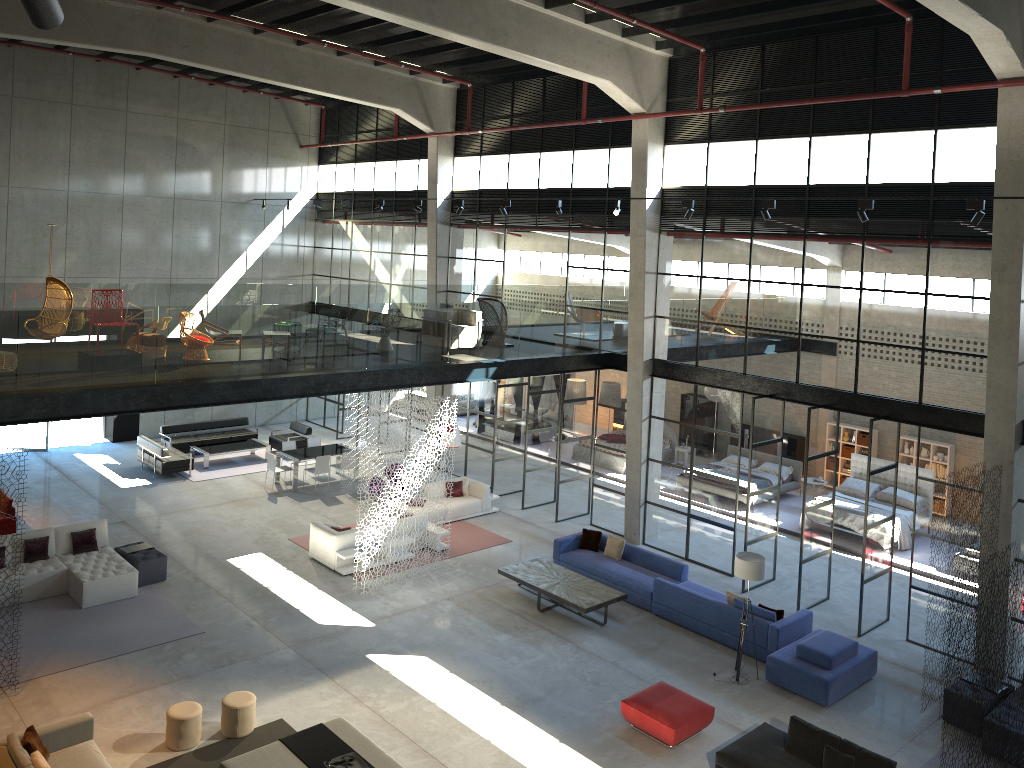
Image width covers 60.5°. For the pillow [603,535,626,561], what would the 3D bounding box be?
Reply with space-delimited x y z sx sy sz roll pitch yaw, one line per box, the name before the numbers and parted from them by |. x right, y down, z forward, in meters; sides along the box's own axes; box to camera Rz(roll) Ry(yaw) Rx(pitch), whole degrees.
pillow | 1.890 3.024 16.192 0.207 0.380 0.405 0 6 -42

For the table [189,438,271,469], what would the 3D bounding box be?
table | -7.349 1.816 22.904 1.804 0.405 0.909 -5 11 -42

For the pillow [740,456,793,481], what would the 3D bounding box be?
pillow | 6.210 2.098 22.476 0.549 0.311 1.947 -4 11 -42

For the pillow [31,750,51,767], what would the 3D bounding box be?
pillow | -4.651 3.910 8.740 0.207 0.380 0.405 0 6 -44

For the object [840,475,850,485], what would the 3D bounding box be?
object | 8.755 2.580 22.813 0.324 0.296 0.326 -2 7 -43

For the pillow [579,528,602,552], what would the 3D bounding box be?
pillow | 1.490 2.948 16.565 0.400 0.370 0.260 6 4 26

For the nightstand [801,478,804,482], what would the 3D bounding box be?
nightstand | 7.161 2.645 20.837 0.603 0.697 0.605 4 5 19

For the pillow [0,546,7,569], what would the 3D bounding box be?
pillow | -8.353 2.825 14.120 0.384 0.333 0.220 -2 6 -40

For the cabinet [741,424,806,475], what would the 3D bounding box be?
cabinet | 7.135 1.886 24.625 0.449 1.153 2.102 1 7 -43

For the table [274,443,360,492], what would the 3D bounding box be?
table | -4.740 2.015 21.407 1.804 0.754 0.909 -5 9 -43

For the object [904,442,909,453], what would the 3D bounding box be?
object | 9.796 1.580 21.797 0.095 0.261 0.095 3 2 8

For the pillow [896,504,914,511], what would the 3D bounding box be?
pillow | 8.685 2.610 19.496 0.716 0.329 0.969 -4 11 -42

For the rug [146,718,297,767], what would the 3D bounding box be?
rug | -2.624 4.564 8.745 2.651 0.020 3.664 -6 12 -42

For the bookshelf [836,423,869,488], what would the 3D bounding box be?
bookshelf | 8.794 1.969 22.813 0.329 1.751 1.250 2 4 -43

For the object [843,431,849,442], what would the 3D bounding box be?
object | 8.688 1.370 22.805 0.155 0.247 0.154 6 4 39

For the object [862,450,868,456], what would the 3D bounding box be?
object | 9.101 1.767 22.506 0.058 0.133 0.262 1 7 -43

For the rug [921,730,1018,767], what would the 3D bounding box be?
rug | 6.490 4.888 9.566 2.651 0.020 3.664 -6 12 -42

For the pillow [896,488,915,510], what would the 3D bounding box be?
pillow | 8.631 2.520 19.447 0.692 0.290 0.989 -4 11 -40

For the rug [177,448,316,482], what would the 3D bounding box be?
rug | -7.148 2.029 22.919 3.395 0.025 2.433 -6 13 -42

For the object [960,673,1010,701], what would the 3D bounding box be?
object | 6.404 4.093 11.892 0.300 0.099 0.523 -4 11 -37

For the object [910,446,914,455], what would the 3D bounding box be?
object | 9.868 1.641 21.643 0.099 0.203 0.100 2 3 -15

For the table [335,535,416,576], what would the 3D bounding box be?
table | -2.506 3.170 16.205 1.571 0.367 0.303 -5 9 -43

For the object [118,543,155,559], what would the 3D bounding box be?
object | -6.523 2.896 15.258 0.303 0.099 0.519 10 12 41

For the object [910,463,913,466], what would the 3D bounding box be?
object | 9.854 2.053 21.605 0.099 0.202 0.100 2 3 -26

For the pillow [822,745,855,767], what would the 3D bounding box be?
pillow | 3.565 4.182 9.613 0.187 0.306 0.346 0 6 -45

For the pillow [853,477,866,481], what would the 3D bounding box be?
pillow | 8.215 2.405 20.201 0.489 0.321 1.063 -3 10 -43

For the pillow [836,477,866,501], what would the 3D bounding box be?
pillow | 7.926 2.414 20.064 0.666 0.371 1.036 -3 10 -39

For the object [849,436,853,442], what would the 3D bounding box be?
object | 8.835 1.426 22.867 0.185 0.131 0.186 4 7 10

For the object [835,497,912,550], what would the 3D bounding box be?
object | 7.482 2.940 19.050 0.652 0.654 2.304 -1 9 -39

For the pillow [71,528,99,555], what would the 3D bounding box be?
pillow | -7.330 2.704 15.056 0.414 0.343 0.237 -3 7 -44

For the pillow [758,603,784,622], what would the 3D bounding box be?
pillow | 3.971 3.578 13.458 0.400 0.370 0.260 6 4 26

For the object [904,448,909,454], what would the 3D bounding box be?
object | 9.754 1.654 21.669 0.110 0.156 0.111 1 4 -32

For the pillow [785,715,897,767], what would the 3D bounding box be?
pillow | 3.687 4.184 9.534 0.741 0.416 1.602 1 9 -14

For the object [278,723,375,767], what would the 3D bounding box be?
object | -1.942 4.107 9.514 0.536 0.086 1.487 -5 12 -42

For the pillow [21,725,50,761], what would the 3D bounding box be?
pillow | -4.990 3.827 9.170 0.259 0.369 0.403 1 6 -21

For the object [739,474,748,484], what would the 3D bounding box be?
object | 5.255 2.343 21.517 0.719 0.245 2.131 -5 12 -42

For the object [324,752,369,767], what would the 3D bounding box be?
object | -1.763 4.075 9.332 0.386 0.036 0.390 -5 12 -39

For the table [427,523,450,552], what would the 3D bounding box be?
table | -1.733 2.993 17.530 0.300 0.367 1.213 -1 9 -43

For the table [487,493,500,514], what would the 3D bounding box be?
table | -0.699 2.649 19.961 0.300 0.367 0.910 -1 9 -43

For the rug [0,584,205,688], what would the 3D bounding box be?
rug | -6.842 3.668 12.949 3.634 0.020 2.673 -6 13 -42

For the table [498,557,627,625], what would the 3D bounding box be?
table | 0.819 3.539 14.869 1.028 0.397 2.084 -5 12 -42

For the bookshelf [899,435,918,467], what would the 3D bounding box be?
bookshelf | 10.073 2.255 21.435 0.329 1.751 1.250 2 4 -43

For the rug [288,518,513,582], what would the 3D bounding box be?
rug | -2.210 3.139 17.626 3.634 0.020 2.673 -6 13 -42

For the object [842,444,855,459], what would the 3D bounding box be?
object | 8.800 1.759 22.795 0.324 0.296 0.326 -2 7 -43

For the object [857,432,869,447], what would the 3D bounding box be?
object | 9.090 1.419 22.495 0.324 0.296 0.326 -2 7 -43

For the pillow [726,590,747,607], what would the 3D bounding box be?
pillow | 3.570 3.493 13.832 0.207 0.380 0.405 0 6 -42

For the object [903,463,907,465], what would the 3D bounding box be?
object | 9.716 2.049 21.724 0.154 0.164 0.153 6 6 30

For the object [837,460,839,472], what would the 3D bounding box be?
object | 8.508 2.110 23.097 0.324 0.296 0.326 -2 7 -43

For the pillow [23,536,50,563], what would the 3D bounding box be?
pillow | -7.884 2.746 14.556 0.406 0.375 0.193 -2 5 -43
